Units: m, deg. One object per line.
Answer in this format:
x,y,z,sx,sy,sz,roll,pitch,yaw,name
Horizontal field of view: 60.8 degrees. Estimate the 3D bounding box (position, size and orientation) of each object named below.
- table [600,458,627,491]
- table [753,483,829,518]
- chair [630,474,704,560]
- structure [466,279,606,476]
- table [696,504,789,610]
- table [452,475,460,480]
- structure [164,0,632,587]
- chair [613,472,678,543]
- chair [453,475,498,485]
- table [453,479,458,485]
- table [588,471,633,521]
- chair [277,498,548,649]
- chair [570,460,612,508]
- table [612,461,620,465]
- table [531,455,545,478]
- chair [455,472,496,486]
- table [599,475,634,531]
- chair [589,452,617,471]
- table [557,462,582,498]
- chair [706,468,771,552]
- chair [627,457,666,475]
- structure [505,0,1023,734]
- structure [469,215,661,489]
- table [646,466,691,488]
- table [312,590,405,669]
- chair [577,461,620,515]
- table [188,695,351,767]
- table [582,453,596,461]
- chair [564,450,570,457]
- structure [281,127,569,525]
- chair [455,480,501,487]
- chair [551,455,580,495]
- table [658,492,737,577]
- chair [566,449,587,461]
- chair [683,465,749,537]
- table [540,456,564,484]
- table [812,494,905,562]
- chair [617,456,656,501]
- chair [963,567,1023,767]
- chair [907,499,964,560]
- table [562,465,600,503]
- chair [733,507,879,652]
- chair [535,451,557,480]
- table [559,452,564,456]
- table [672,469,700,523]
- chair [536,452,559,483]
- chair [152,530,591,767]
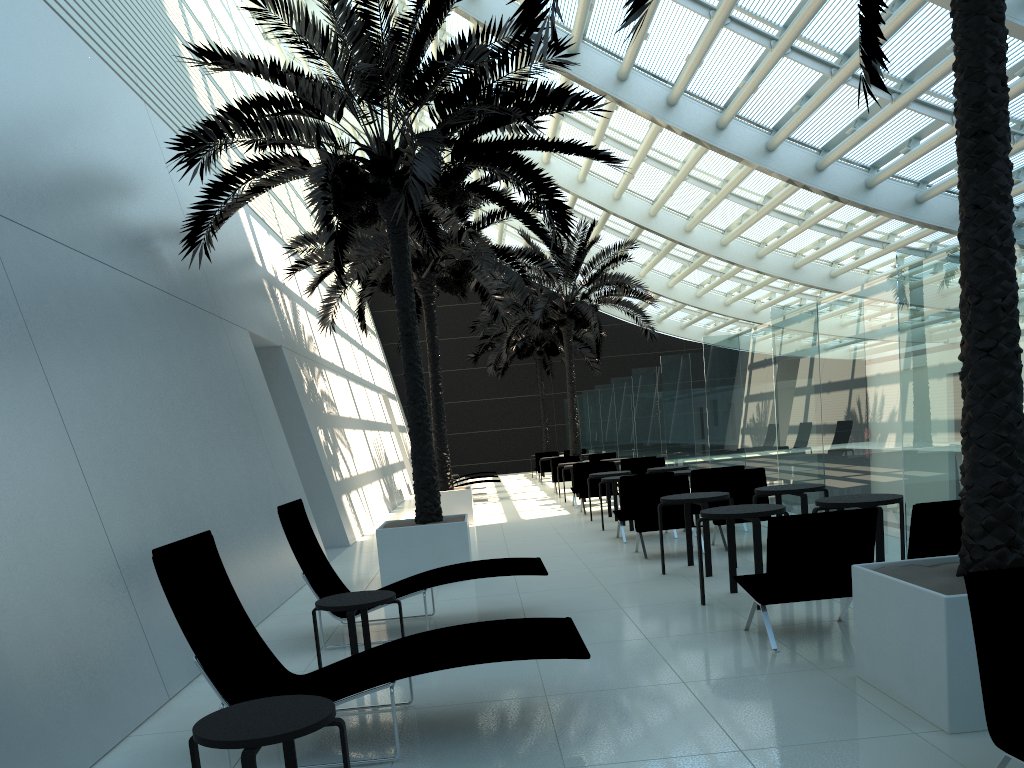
2.400,2.117,20.085,0.683,0.789,0.670,-3,3,36,table
2.836,1.429,8.845,0.683,0.789,0.670,-3,3,36,table
1.823,1.535,10.102,0.716,0.896,0.880,-5,2,-2,chair
1.176,-0.251,31.286,4.422,7.092,4.794,-7,4,-23,structure
1.925,1.415,7.203,0.682,0.789,0.670,-3,4,41,table
-1.818,2.935,25.493,0.556,0.522,0.546,-4,2,41,table
-1.145,-1.201,9.663,4.605,6.906,4.263,-7,5,-23,structure
1.771,1.638,11.810,0.716,0.896,0.880,-5,2,-2,chair
-1.408,2.483,23.975,2.035,1.170,0.913,-5,3,-2,chair
-1.715,2.772,22.843,0.556,0.522,0.546,-4,2,41,table
1.652,1.859,14.456,0.683,0.789,0.670,-3,3,36,table
-0.758,1.457,7.225,2.035,1.170,0.913,-5,3,-2,chair
1.552,1.984,17.447,0.716,0.896,0.880,-5,2,-2,chair
2.446,2.031,18.655,0.682,0.789,0.670,-3,4,41,table
1.044,2.805,29.892,0.682,0.789,0.671,-2,4,45,table
-1.511,2.645,26.624,2.035,1.170,0.913,-5,3,-2,chair
1.700,1.770,12.991,0.682,0.789,0.670,-3,4,41,table
2.315,2.141,21.354,0.716,0.896,0.880,-5,2,-2,chair
1.435,2.202,20.058,0.683,0.789,0.670,-3,3,36,table
2.751,1.454,10.127,0.716,0.896,0.880,-5,2,-2,chair
2.532,1.800,15.776,0.716,0.896,0.880,-5,2,-2,chair
2.213,-1.919,4.024,4.839,7.094,4.377,-4,4,16,structure
1.466,-0.747,23.149,4.810,7.094,4.403,-6,4,-8,structure
2.617,1.774,14.482,0.683,0.789,0.670,-3,3,36,table
-1.065,1.746,6.093,0.556,0.522,0.546,-4,2,41,table
1.603,1.881,15.751,0.716,0.896,0.880,-5,2,-2,chair
-0.966,1.589,3.523,0.556,0.522,0.546,-4,2,41,table
2.180,2.464,25.746,0.683,0.789,0.670,-3,3,36,table
2.043,2.592,28.736,0.716,0.896,0.880,-5,2,-2,chair
-1.585,-0.846,15.648,4.305,6.967,4.561,-2,5,31,structure
-1.308,2.325,21.405,2.035,1.170,0.913,-5,3,-2,chair
1.387,2.223,21.328,0.716,0.896,0.880,-5,2,-2,chair
1.871,1.513,8.819,0.683,0.789,0.670,-3,3,36,table
2.095,2.490,27.039,0.716,0.896,0.880,-5,2,-2,chair
2.699,1.557,11.835,0.716,0.896,0.880,-5,2,-2,chair
1.215,2.548,25.720,0.683,0.789,0.670,-3,3,36,table
2.890,1.331,7.230,0.682,0.789,0.670,-3,4,41,table
2.480,1.902,17.472,0.716,0.896,0.880,-5,2,-2,chair
2.102,1.094,2.899,0.716,0.896,0.880,-5,2,-2,chair
2.924,1.203,6.047,0.716,0.896,0.880,-5,2,-2,chair
1.481,2.115,18.628,0.682,0.789,0.670,-3,4,41,table
1.995,1.284,6.022,0.716,0.896,0.880,-5,2,-2,chair
1.115,2.674,28.710,0.716,0.896,0.880,-5,2,-2,chair
2.009,2.720,29.918,0.682,0.789,0.671,-2,4,45,table
2.665,1.685,13.018,0.682,0.789,0.670,-3,4,41,table
1.166,2.571,27.014,0.716,0.896,0.880,-5,2,-2,chair
-0.658,1.299,4.655,2.035,1.170,0.913,-5,3,-2,chair
